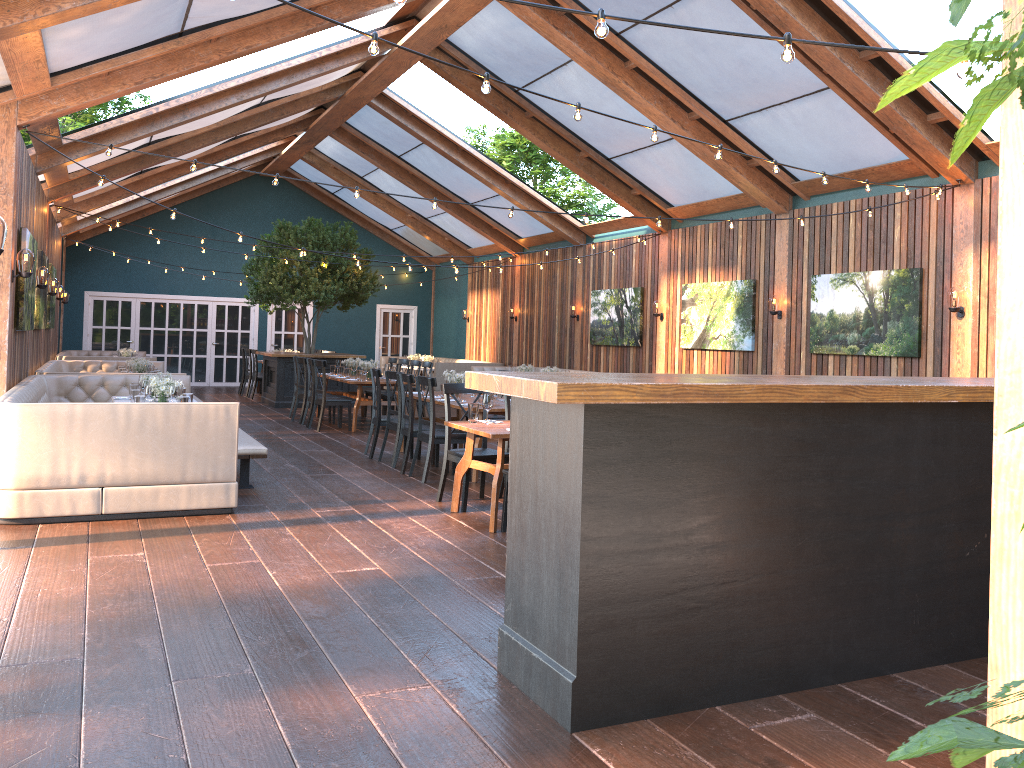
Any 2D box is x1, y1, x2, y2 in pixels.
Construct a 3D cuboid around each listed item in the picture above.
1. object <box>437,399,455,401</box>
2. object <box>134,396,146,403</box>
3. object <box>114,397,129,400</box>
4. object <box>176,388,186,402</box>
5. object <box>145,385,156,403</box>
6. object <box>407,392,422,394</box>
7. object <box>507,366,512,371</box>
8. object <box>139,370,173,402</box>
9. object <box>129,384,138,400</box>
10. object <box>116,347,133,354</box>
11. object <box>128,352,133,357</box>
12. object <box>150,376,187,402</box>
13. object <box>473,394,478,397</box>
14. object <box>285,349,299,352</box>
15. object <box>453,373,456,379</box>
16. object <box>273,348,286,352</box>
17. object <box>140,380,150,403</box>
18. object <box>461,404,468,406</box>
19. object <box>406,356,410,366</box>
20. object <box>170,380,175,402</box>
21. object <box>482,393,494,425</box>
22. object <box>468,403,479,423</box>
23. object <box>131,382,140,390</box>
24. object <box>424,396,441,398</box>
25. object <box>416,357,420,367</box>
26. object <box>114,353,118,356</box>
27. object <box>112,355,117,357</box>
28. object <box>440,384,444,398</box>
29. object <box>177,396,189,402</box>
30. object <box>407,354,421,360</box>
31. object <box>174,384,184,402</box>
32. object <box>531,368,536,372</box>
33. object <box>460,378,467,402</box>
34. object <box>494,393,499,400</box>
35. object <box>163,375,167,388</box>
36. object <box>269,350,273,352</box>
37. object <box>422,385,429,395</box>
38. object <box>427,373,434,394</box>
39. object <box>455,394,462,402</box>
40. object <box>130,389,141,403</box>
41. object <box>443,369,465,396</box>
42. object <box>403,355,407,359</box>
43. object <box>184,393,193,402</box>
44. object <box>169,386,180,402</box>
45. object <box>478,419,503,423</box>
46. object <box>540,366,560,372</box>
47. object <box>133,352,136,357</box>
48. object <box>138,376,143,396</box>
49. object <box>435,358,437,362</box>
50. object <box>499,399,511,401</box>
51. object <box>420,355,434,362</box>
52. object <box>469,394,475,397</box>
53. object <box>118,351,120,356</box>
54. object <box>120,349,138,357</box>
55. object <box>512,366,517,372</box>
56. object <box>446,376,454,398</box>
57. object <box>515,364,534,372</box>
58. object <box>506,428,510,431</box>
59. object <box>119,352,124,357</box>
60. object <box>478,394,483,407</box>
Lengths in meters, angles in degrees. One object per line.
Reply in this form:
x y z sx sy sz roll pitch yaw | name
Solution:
-0.681 0.171 9.498 0.255 0.019 0.158 0 3 -25 | object
-3.193 0.181 7.584 0.091 0.158 0.092 2 0 -39 | object
-3.969 0.147 9.130 0.255 0.019 0.158 0 3 -25 | object
-3.261 0.121 8.708 0.091 0.158 0.092 2 0 -39 | object
-3.140 0.135 7.681 0.092 0.245 0.092 2 0 17 | object
-1.133 0.104 10.525 0.255 0.019 0.158 0 3 -25 | object
-0.042 -0.210 16.131 0.092 0.245 0.092 2 0 23 | object
-3.617 0.021 8.969 0.329 0.310 0.336 2 1 -3 | object
-3.855 0.087 9.008 0.091 0.158 0.092 2 0 -39 | object
-8.111 -0.618 18.565 0.329 0.310 0.336 2 1 30 | object
-7.453 -0.499 17.290 0.092 0.245 0.092 2 0 23 | object
-3.194 0.078 8.116 0.336 0.310 0.329 3 2 39 | object
-0.414 0.065 10.348 0.092 0.158 0.092 2 0 1 | object
-4.745 -0.599 19.080 0.329 0.310 0.336 2 1 -10 | object
-0.689 -0.009 10.779 0.092 0.245 0.092 2 0 23 | object
-5.244 -0.662 19.986 0.329 0.310 0.336 1 1 -27 | object
-3.481 0.087 8.401 0.092 0.245 0.092 2 0 17 | object
-0.403 0.207 8.978 0.255 0.019 0.158 0 3 -25 | object
-2.521 -0.561 21.402 0.092 0.245 0.092 2 0 17 | object
-3.312 0.081 8.613 0.092 0.245 0.092 2 0 17 | object
-0.195 0.200 7.078 0.092 0.245 0.092 2 0 17 | object
-0.313 0.235 7.142 0.092 0.158 0.092 2 0 1 | object
-3.990 0.063 9.380 0.091 0.158 0.092 2 0 -39 | object
-0.869 0.142 9.989 0.255 0.019 0.158 0 3 -25 | object
-2.200 -0.515 20.699 0.092 0.245 0.092 2 0 23 | object
-8.484 -0.575 18.970 0.091 0.158 0.092 2 0 -39 | object
-8.028 -0.504 17.881 0.091 0.158 0.092 2 0 -39 | object
-0.755 0.082 9.867 0.092 0.158 0.092 2 0 1 | object
-2.847 0.189 7.651 0.091 0.158 0.092 2 0 -39 | object
-2.341 -0.581 21.269 0.329 0.310 0.336 2 1 30 | object
-2.993 0.126 7.933 0.092 0.245 0.092 2 0 17 | object
0.370 -0.149 15.203 0.092 0.245 0.092 2 0 23 | object
-0.513 0.065 9.473 0.092 0.245 0.092 2 0 17 | object
-0.181 0.096 9.887 0.092 0.158 0.092 2 0 1 | object
-3.652 0.033 9.338 0.092 0.245 0.092 2 0 23 | object
-5.481 -0.642 20.107 0.092 0.245 0.092 2 0 17 | object
-1.015 0.044 10.394 0.092 0.158 0.092 2 0 21 | object
-0.969 -0.003 10.506 0.092 0.245 0.092 2 0 23 | object
-0.567 0.111 9.376 0.092 0.158 0.092 2 0 1 | object
-3.534 0.133 8.304 0.091 0.158 0.092 2 0 -39 | object
-0.651 -0.017 10.328 0.329 0.310 0.336 2 1 9 | object
-2.612 -0.576 21.627 0.092 0.245 0.092 2 0 17 | object
-2.943 0.166 8.029 0.091 0.158 0.092 2 0 -39 | object
-2.942 0.140 7.703 0.092 0.245 0.092 2 0 17 | object
-0.170 0.305 7.239 0.157 0.019 0.255 0 3 -25 | object
0.649 -0.158 14.909 0.336 0.310 0.329 2 1 -9 | object
-7.501 -0.513 17.531 0.092 0.245 0.092 2 0 23 | object
-3.802 0.041 9.105 0.092 0.245 0.092 2 0 23 | object
-1.713 -0.475 20.231 0.092 0.245 0.092 2 0 23 | object
-0.051 0.177 9.755 0.255 0.019 0.158 0 3 -25 | object
-1.975 -0.531 20.521 0.336 0.310 0.329 2 1 17 | object
-0.458 0.027 10.236 0.092 0.245 0.092 2 0 17 | object
-7.950 -0.550 17.983 0.092 0.245 0.092 2 0 23 | object
-7.745 -0.568 17.818 0.336 0.310 0.329 2 1 17 | object
0.049 -0.196 15.907 0.092 0.245 0.092 2 0 23 | object
-0.701 0.035 9.964 0.092 0.245 0.092 2 0 17 | object
0.241 -0.215 15.777 0.336 0.310 0.329 1 1 -13 | object
0.057 0.343 6.632 0.157 0.019 0.255 0 3 -25 | object
-7.632 -0.504 17.285 0.092 0.245 0.092 2 0 23 | object
-0.303 0.146 8.859 0.092 0.158 0.092 2 0 1 | object
